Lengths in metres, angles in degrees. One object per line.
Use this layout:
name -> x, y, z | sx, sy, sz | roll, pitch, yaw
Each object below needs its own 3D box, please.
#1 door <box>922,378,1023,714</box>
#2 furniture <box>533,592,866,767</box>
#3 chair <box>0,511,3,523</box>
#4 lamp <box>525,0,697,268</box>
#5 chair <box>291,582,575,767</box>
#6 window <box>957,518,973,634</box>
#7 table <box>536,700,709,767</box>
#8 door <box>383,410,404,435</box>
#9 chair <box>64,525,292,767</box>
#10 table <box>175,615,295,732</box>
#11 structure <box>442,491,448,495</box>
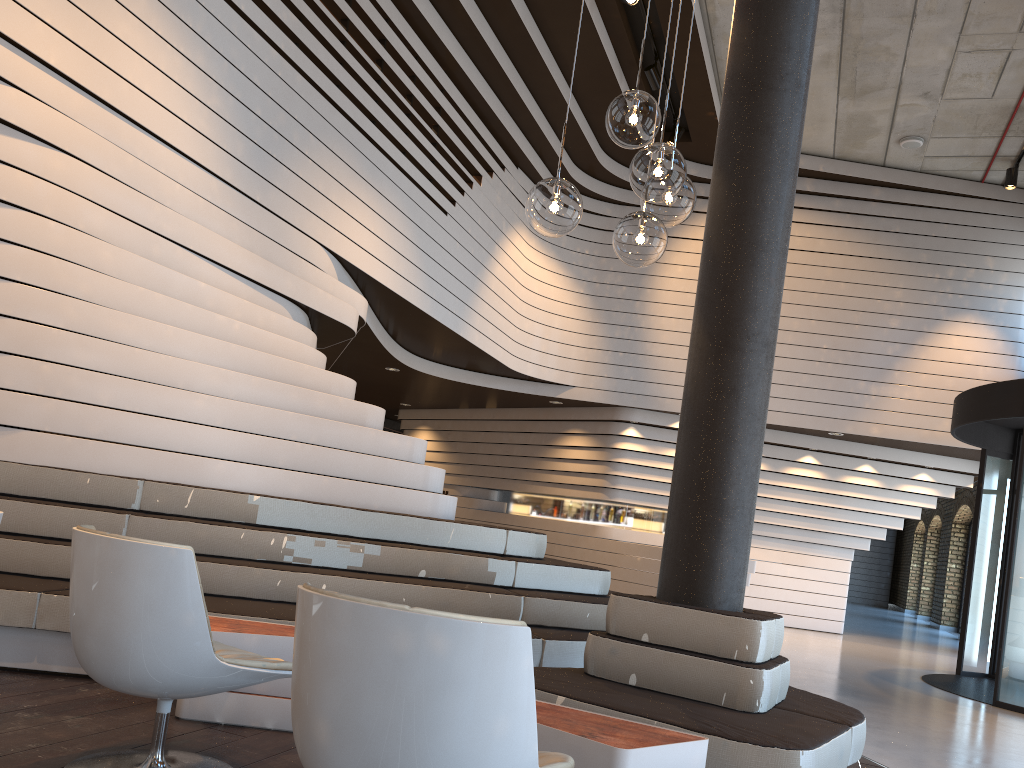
door -> 5.647, 1.648, 8.020 | 3.204, 2.833, 3.281 | 5, -7, 26
furniture -> 0.869, 1.296, 3.620 | 1.780, 0.717, 1.281 | 14, -9, -35
chair -> -2.085, 0.730, 2.813 | 0.710, 0.761, 0.662 | 6, -6, 19
lamp -> 1.000, -1.734, 8.328 | 9.031, 4.579, 42.337 | 5, -9, 19
chair -> -0.210, 0.877, 2.069 | 0.656, 0.761, 0.717 | 6, -6, 20
window -> 8.919, 3.604, 16.874 | 0.130, 2.518, 2.376 | 7, -6, 20
table -> 0.110, 1.230, 2.762 | 0.906, 0.368, 0.417 | 5, -7, 22
door -> -2.362, 1.823, 16.197 | 1.772, 2.684, 0.080 | 6, -3, 24
chair -> -1.090, 0.876, 2.852 | 0.657, 0.761, 0.716 | 4, -7, 35
table -> -1.008, 1.220, 3.697 | 0.906, 0.368, 0.417 | 9, -6, -8
structure -> -1.341, 1.962, 15.218 | 0.803, 0.466, 0.018 | 1, -7, 45
